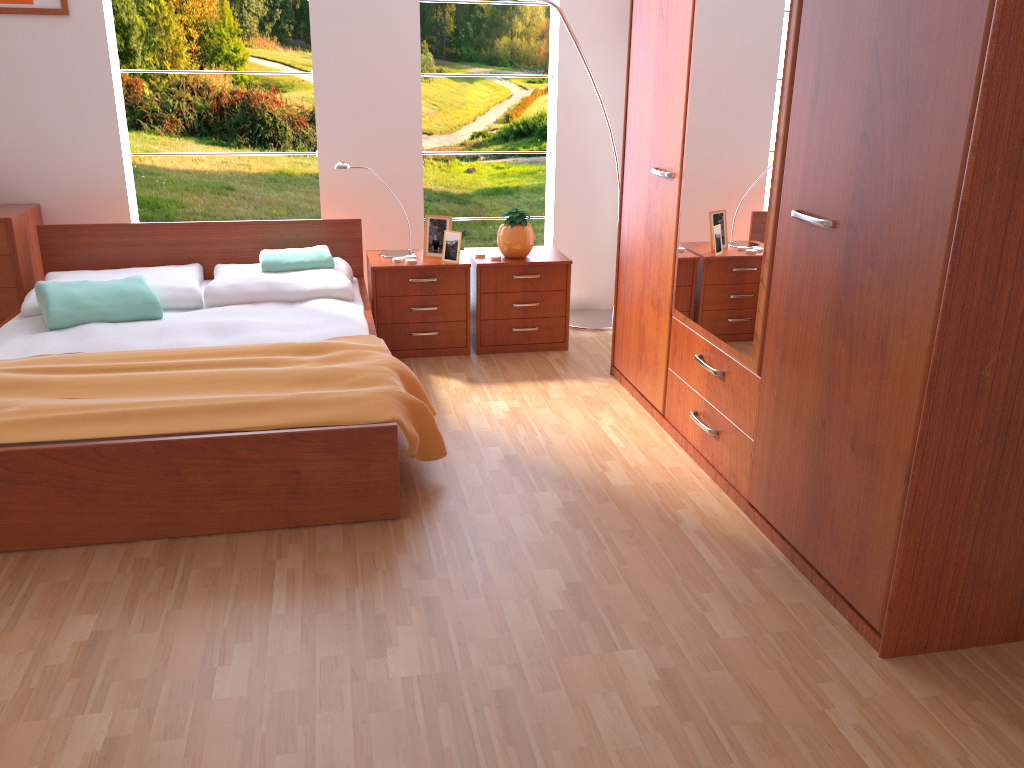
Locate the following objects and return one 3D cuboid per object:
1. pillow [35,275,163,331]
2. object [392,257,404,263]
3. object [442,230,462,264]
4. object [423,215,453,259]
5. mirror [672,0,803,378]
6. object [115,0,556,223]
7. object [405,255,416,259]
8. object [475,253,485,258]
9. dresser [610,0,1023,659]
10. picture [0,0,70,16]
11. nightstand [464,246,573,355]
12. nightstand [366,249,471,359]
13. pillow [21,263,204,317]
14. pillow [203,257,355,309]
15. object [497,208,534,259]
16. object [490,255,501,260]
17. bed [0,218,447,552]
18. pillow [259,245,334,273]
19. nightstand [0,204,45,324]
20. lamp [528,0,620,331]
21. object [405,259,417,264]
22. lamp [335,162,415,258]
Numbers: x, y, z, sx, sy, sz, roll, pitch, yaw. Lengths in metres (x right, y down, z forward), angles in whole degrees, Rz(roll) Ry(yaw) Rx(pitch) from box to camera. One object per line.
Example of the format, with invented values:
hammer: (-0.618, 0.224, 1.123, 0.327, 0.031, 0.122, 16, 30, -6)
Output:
pillow: (-1.605, -0.321, 3.452, 0.425, 0.164, 0.334, -13, 24, -33)
object: (-0.508, -0.551, 3.947, 0.049, 0.018, 0.049, -8, 21, -24)
object: (-0.267, -0.607, 3.928, 0.094, 0.137, 0.027, 13, 23, 31)
object: (-0.336, -0.664, 4.007, 0.131, 0.191, 0.037, 7, 20, 17)
mirror: (0.652, -0.859, 2.569, 0.037, 1.556, 0.681, -3, 20, -11)
object: (-0.766, -1.676, 4.253, 2.205, 1.815, 0.033, -3, 20, -11)
object: (-0.456, -0.569, 3.999, 0.049, 0.018, 0.049, -8, 21, -24)
object: (-0.147, -0.590, 4.070, 0.049, 0.018, 0.049, -8, 21, -24)
dresser: (0.860, -0.657, 2.637, 0.487, 2.004, 2.017, -3, 20, -11)
picture: (-2.265, -1.853, 3.768, 0.645, 0.517, 0.030, -3, 20, -11)
nightstand: (0.019, -0.398, 4.214, 0.439, 0.442, 0.377, -3, 20, -11)
nightstand: (-0.437, -0.372, 4.123, 0.439, 0.442, 0.377, -3, 20, -11)
pillow: (-1.677, -0.397, 3.785, 0.682, 0.157, 0.574, -5, 20, -17)
pillow: (-1.013, -0.442, 3.937, 0.630, 0.182, 0.574, -4, 20, -13)
object: (0.017, -0.690, 4.051, 0.169, 0.223, 0.170, -11, 23, -31)
object: (-0.074, -0.571, 4.020, 0.049, 0.018, 0.049, -8, 21, -24)
bed: (-1.149, -0.163, 3.282, 1.632, 0.560, 1.990, -3, 20, -11)
pillow: (-0.971, -0.552, 3.986, 0.322, 0.116, 0.276, -4, 20, -14)
nightstand: (-2.564, -0.452, 3.966, 0.815, 0.626, 0.428, -3, 20, -11)
lamp: (0.266, -1.035, 4.273, 0.799, 1.603, 0.387, -14, 25, -36)
object: (-0.446, -0.541, 3.921, 0.049, 0.018, 0.049, -8, 21, -24)
lamp: (-0.608, -0.783, 3.986, 0.337, 0.421, 0.163, -8, 21, -23)
